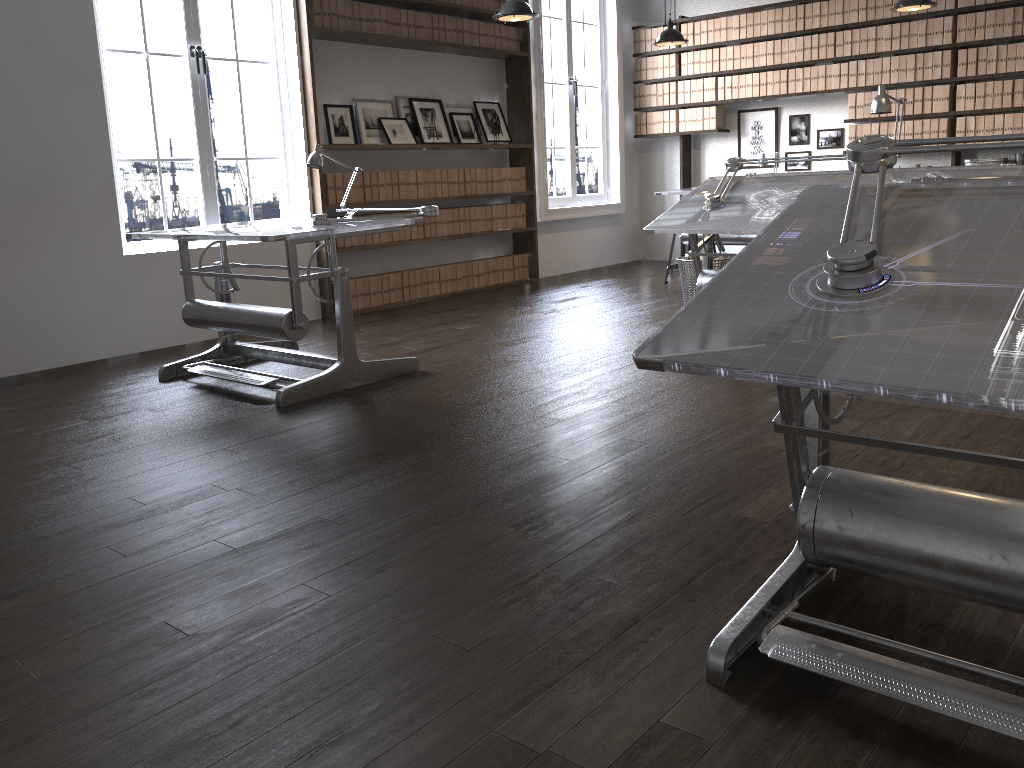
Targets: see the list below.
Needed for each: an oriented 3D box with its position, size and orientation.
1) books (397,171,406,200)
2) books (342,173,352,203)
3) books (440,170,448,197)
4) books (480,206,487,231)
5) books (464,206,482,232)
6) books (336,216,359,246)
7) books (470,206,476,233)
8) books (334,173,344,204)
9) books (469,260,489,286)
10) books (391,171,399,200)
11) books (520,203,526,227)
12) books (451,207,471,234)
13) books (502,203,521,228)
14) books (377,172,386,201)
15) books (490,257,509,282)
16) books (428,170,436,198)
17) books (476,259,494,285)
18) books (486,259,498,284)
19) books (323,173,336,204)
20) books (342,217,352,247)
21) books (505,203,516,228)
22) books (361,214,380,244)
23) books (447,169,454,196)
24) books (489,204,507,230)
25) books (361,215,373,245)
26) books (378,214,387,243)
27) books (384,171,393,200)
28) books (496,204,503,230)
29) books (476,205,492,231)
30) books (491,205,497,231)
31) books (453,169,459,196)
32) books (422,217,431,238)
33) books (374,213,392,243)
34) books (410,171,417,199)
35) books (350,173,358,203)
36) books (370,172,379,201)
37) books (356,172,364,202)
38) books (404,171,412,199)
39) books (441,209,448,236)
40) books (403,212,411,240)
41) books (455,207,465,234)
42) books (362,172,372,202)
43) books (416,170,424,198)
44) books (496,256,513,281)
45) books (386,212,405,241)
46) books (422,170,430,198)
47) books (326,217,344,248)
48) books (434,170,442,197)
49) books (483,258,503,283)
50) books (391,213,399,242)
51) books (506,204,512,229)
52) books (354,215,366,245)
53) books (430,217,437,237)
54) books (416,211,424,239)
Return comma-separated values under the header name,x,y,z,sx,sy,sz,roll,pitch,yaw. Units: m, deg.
name,x,y,z,sx,sy,sz,roll,pitch,yaw
books,-0.936,-1.583,7.070,0.175,0.224,0.067,7,14,40
books,-1.293,-1.469,6.651,0.175,0.224,0.067,7,14,40
books,-0.625,-1.681,7.433,0.175,0.223,0.067,7,14,40
books,-0.315,-1.464,7.849,0.175,0.223,0.067,7,14,40
books,-0.357,-1.450,7.794,0.175,0.223,0.067,7,14,40
books,-1.255,-1.164,6.742,0.175,0.223,0.067,7,14,40
books,-0.401,-1.435,7.737,0.175,0.223,0.067,7,14,40
books,-1.339,-1.455,6.597,0.175,0.223,0.067,7,14,40
books,-0.299,-0.993,7.926,0.175,0.223,0.067,7,14,40
books,-0.983,-1.570,7.023,0.175,0.223,0.067,7,14,40
books,0.042,-1.576,8.259,0.175,0.223,0.067,7,14,40
books,-0.447,-1.420,7.683,0.175,0.224,0.067,7,14,40
books,-0.007,-1.562,8.208,0.175,0.223,0.067,7,14,40
books,-1.071,-1.541,6.914,0.175,0.223,0.067,7,14,40
books,-0.120,-1.049,8.131,0.175,0.223,0.067,7,14,40
books,-0.722,-1.653,7.331,0.175,0.223,0.067,7,14,40
books,-0.253,-1.006,7.973,0.175,0.224,0.067,7,14,40
books,-0.214,-1.020,8.027,0.175,0.223,0.067,7,14,40
books,-1.388,-1.440,6.545,0.175,0.223,0.067,7,14,40
books,-1.299,-1.149,6.686,0.175,0.223,0.067,7,14,40
books,-0.052,-1.548,8.155,0.175,0.223,0.067,7,14,40
books,-1.119,-1.207,6.898,0.175,0.224,0.067,7,14,40
books,-0.579,-1.696,7.487,0.175,0.224,0.067,7,14,40
books,-0.137,-1.520,8.054,0.175,0.223,0.067,7,14,40
books,-1.167,-1.193,6.848,0.175,0.223,0.067,7,14,40
books,-1.074,-1.222,6.954,0.175,0.223,0.067,7,14,40
books,-1.029,-1.555,6.970,0.175,0.223,0.067,7,14,40
books,-0.176,-1.507,8.006,0.175,0.223,0.067,7,14,40
books,-0.269,-1.478,7.900,0.175,0.223,0.067,7,14,40
books,-0.221,-1.492,7.950,0.175,0.224,0.067,7,14,40
books,-0.542,-1.710,7.538,0.175,0.223,0.067,7,14,40
books,-0.762,-1.320,7.316,0.175,0.224,0.067,7,14,40
books,-1.035,-1.235,7.002,0.175,0.223,0.067,7,14,40
books,-0.855,-1.610,7.169,0.175,0.223,0.067,7,14,40
books,-1.256,-1.483,6.701,0.175,0.223,0.067,7,14,40
books,-1.120,-1.527,6.864,0.175,0.223,0.067,7,14,40
books,-1.216,-1.496,6.752,0.175,0.223,0.067,7,14,40
books,-0.897,-1.597,7.123,0.175,0.223,0.067,7,14,40
books,-0.627,-1.364,7.477,0.175,0.223,0.067,7,14,40
books,-0.905,-1.277,7.157,0.175,0.223,0.067,7,14,40
books,-0.491,-1.408,7.638,0.175,0.223,0.067,7,14,40
books,-1.164,-1.511,6.804,0.175,0.224,0.067,7,14,40
books,-0.807,-1.624,7.222,0.175,0.224,0.067,7,14,40
books,-0.078,-1.064,8.187,0.175,0.223,0.067,7,14,40
books,-0.950,-1.262,7.103,0.175,0.223,0.067,7,14,40
books,-0.765,-1.639,7.278,0.175,0.223,0.067,7,14,40
books,-1.345,-1.134,6.631,0.175,0.224,0.067,7,14,40
books,-0.674,-1.667,7.381,0.175,0.223,0.067,7,14,40
books,-0.169,-1.035,8.080,0.175,0.223,0.067,7,14,40
books,-0.989,-1.248,7.049,0.175,0.224,0.067,7,14,40
books,-0.091,-1.533,8.101,0.175,0.224,0.067,7,14,40
books,-1.213,-1.179,6.797,0.175,0.223,0.067,7,14,40
books,-0.719,-1.336,7.375,0.175,0.223,0.067,7,14,40
books,-0.814,-1.306,7.264,0.175,0.223,0.067,7,14,40
